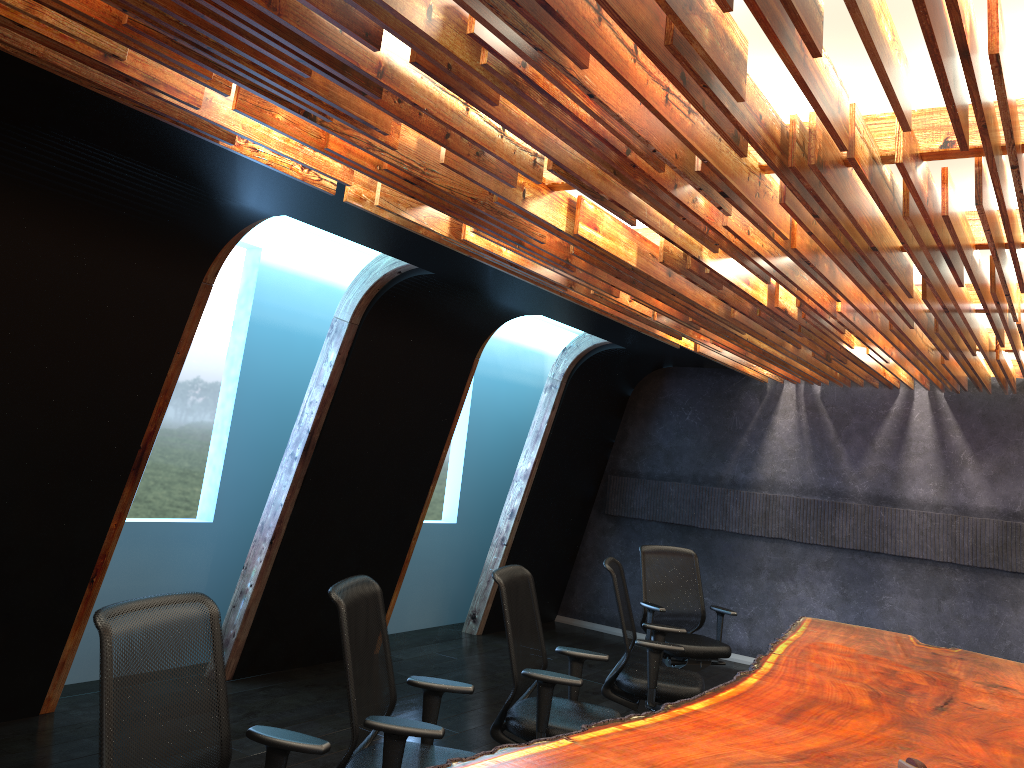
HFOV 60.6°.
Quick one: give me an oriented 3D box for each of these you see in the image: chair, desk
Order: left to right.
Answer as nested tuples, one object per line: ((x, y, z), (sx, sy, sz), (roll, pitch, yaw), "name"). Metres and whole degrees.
((-0.861, 1.326, 2.566), (0.798, 1.265, 0.794), (3, -11, 17), "chair")
((-0.370, 1.460, 3.459), (0.797, 1.265, 0.794), (5, -11, 7), "chair")
((0.268, 1.619, 4.443), (0.798, 1.265, 0.794), (3, -11, 17), "chair")
((0.938, 1.792, 5.550), (0.798, 1.265, 0.793), (4, -11, 12), "chair")
((1.376, 1.961, 6.904), (0.810, 1.265, 0.782), (11, -12, -22), "chair")
((1.434, 1.902, 3.807), (2.037, 0.834, 6.528), (2, -7, 33), "desk")

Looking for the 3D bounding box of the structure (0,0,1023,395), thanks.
((1.461, 0.619, 3.590), (4.529, 3.055, 11.244), (1, -7, 33), "structure")

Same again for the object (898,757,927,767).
((1.145, 1.217, 2.539), (0.128, 0.250, 0.301), (9, -9, -14), "object")
